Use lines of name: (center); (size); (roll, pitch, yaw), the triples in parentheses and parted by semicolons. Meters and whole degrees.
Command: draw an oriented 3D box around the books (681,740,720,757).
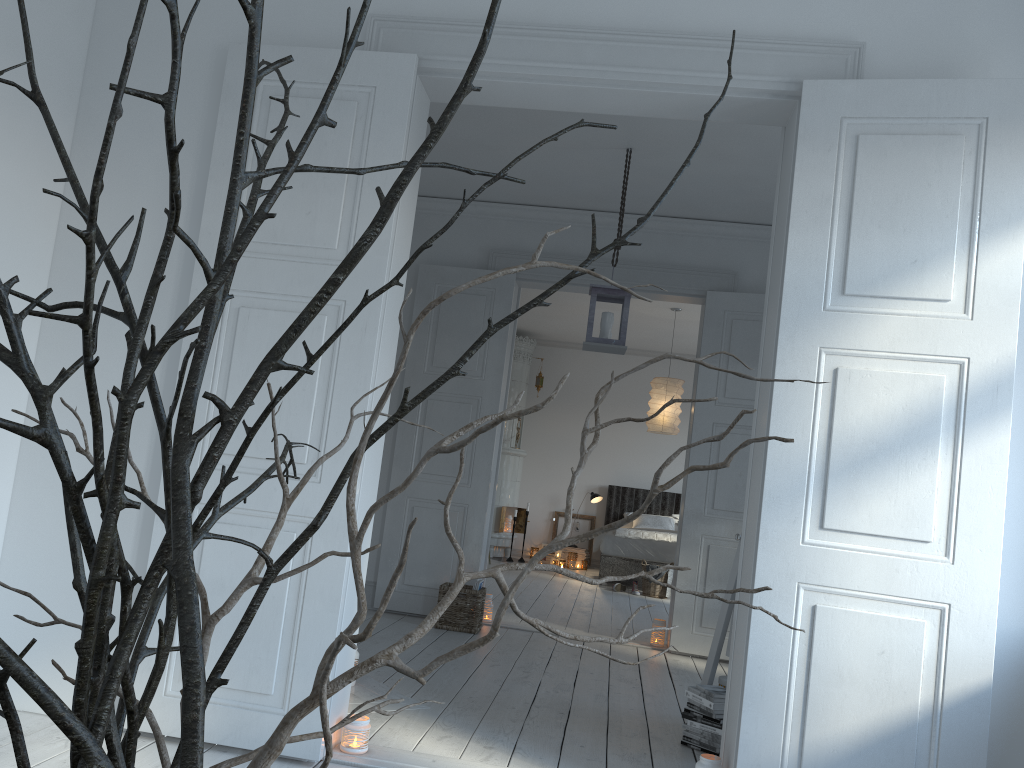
books: (0.784, 1.447, 3.538); (0.178, 0.016, 0.128); (1, -9, 45)

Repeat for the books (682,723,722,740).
books: (0.796, 1.387, 3.548); (0.187, 0.017, 0.133); (1, -8, 44)

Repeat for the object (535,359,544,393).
object: (0.355, -0.072, 11.300); (0.117, 0.505, 0.105); (9, -5, -19)

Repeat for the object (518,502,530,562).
object: (0.157, 1.785, 10.708); (0.091, 0.717, 0.091); (6, -5, 16)

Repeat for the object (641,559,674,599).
object: (1.423, 1.917, 8.727); (0.319, 0.350, 0.320); (3, -7, 39)

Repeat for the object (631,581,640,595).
object: (1.225, 2.011, 8.735); (0.083, 0.122, 0.223); (6, -6, 7)

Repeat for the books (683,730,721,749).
books: (0.793, 1.415, 3.544); (0.128, 0.016, 0.181); (12, -8, -37)

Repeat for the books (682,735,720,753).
books: (0.791, 1.431, 3.540); (0.128, 0.016, 0.176); (12, -8, -41)

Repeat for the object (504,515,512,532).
object: (-0.048, 1.731, 10.985); (0.098, 0.209, 0.098); (6, -5, 6)

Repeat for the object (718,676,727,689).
object: (0.936, 1.279, 3.720); (0.142, 0.074, 0.142); (8, -6, -9)

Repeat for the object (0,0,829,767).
object: (-0.255, -0.039, 0.503); (0.846, 1.064, 0.526); (9, -6, -22)

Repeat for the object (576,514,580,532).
object: (0.846, 1.770, 11.324); (0.062, 0.228, 0.063); (4, -6, 31)

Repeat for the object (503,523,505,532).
object: (-0.129, 1.727, 10.903); (0.093, 0.179, 0.093); (6, -5, 11)

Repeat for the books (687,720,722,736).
books: (0.807, 1.368, 3.545); (0.167, 0.022, 0.128); (2, -8, 41)

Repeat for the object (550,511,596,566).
object: (0.773, 1.969, 11.303); (0.528, 0.629, 0.083); (6, -5, 7)

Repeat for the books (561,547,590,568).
books: (0.778, 2.136, 10.968); (0.346, 0.232, 0.245); (5, -6, 16)

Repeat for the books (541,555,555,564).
books: (0.447, 2.155, 10.876); (0.175, 0.095, 0.263); (7, -6, 2)

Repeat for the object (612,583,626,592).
object: (1.032, 2.012, 8.803); (0.120, 0.083, 0.223); (3, -7, 36)

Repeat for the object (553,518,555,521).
object: (0.545, 1.690, 11.368); (0.024, 0.126, 0.023); (8, -5, -9)

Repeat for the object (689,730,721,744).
object: (0.802, 1.399, 3.534); (0.111, 0.014, 0.156); (12, -8, -39)

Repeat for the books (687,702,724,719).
books: (0.806, 1.307, 3.551); (0.128, 0.016, 0.177); (10, -7, -26)

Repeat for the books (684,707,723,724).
books: (0.800, 1.323, 3.549); (0.128, 0.016, 0.178); (12, -8, -39)

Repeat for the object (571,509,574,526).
object: (0.754, 1.668, 11.361); (0.067, 0.320, 0.067); (10, -6, -34)

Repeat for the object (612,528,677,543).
object: (1.779, 1.624, 9.252); (1.460, 0.104, 0.405); (6, -6, 7)

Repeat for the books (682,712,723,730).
books: (0.798, 1.344, 3.555); (0.193, 0.022, 0.128); (2, -8, 40)

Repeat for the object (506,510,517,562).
object: (0.012, 1.802, 10.581); (0.091, 0.621, 0.091); (8, -5, -14)

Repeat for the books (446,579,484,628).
books: (-0.305, 1.377, 5.587); (0.201, 0.299, 0.180); (6, -5, 7)

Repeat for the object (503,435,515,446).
object: (-0.046, 0.698, 10.864); (0.196, 0.165, 0.059); (11, -7, -38)

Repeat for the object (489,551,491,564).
object: (-0.430, 1.585, 9.777); (0.431, 0.773, 0.672); (6, -6, 7)

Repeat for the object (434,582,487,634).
object: (-0.322, 1.408, 5.587); (0.270, 0.264, 0.224); (6, -6, 7)

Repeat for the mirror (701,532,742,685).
mirror: (1.170, 0.771, 3.752); (0.611, 1.486, 0.417); (10, -6, -28)

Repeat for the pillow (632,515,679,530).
pillow: (1.974, 1.709, 10.510); (1.146, 0.225, 0.416); (7, -6, 0)
